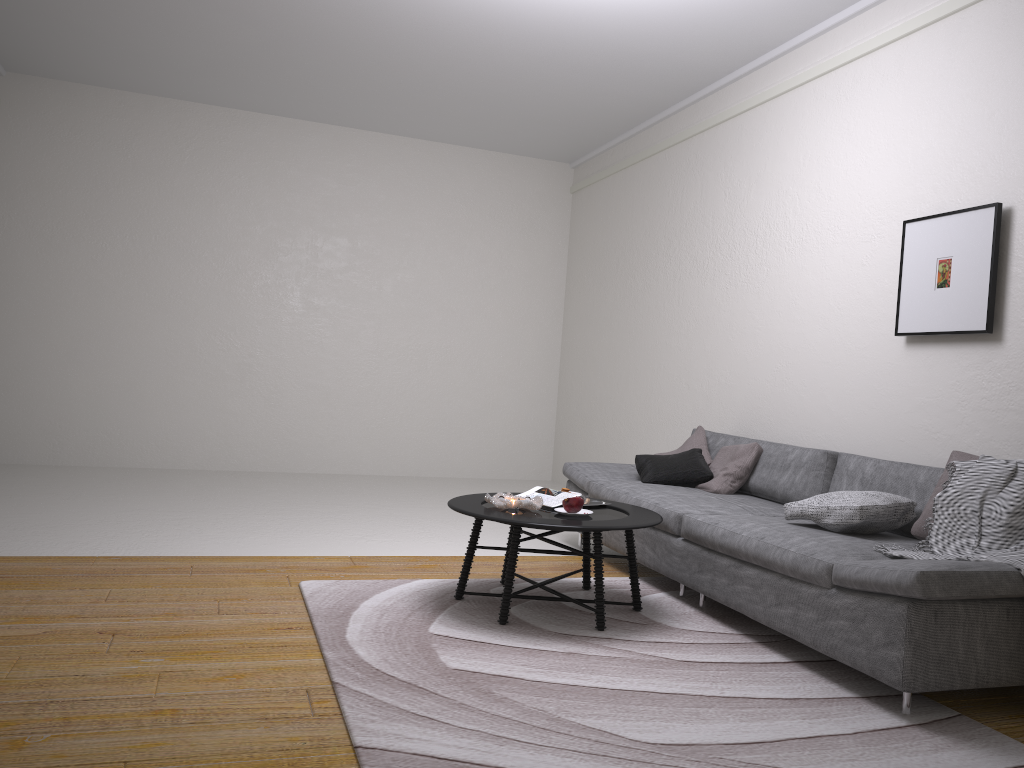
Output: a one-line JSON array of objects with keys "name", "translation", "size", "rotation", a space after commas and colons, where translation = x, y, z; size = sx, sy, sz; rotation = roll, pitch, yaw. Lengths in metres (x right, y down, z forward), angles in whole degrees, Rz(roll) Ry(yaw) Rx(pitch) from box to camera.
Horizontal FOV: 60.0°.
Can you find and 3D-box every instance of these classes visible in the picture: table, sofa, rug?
[{"name": "table", "translation": [0.174, 0.768, 3.897], "size": [0.957, 0.449, 0.931], "rotation": [4, 0, -22]}, {"name": "sofa", "translation": [1.284, 0.693, 4.322], "size": [1.116, 0.772, 3.019], "rotation": [4, 0, -18]}, {"name": "rug", "translation": [0.519, 1.012, 2.632], "size": [1.976, 0.008, 3.660], "rotation": [4, 0, -19]}]

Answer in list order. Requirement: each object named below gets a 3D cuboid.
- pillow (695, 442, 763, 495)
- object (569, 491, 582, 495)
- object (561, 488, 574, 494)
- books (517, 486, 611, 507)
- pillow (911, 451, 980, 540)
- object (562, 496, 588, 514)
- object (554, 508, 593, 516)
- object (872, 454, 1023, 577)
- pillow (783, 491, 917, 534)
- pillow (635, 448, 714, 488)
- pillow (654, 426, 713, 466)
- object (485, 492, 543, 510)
[{"name": "pillow", "translation": [1.202, 0.472, 5.066], "size": [0.342, 0.318, 0.417], "rotation": [4, 0, -19]}, {"name": "object", "translation": [0.254, 0.535, 4.286], "size": [0.171, 0.015, 0.164], "rotation": [4, 0, -37]}, {"name": "object", "translation": [0.255, 0.522, 4.288], "size": [0.117, 0.036, 0.122], "rotation": [4, 0, 32]}, {"name": "books", "translation": [0.227, 0.521, 4.127], "size": [0.380, 0.048, 0.299], "rotation": [4, 0, -40]}, {"name": "pillow", "translation": [1.789, 0.466, 3.431], "size": [0.245, 0.390, 0.421], "rotation": [4, 0, -18]}, {"name": "object", "translation": [0.267, 0.516, 3.789], "size": [0.109, 0.082, 0.089], "rotation": [4, 0, 16]}, {"name": "object", "translation": [0.265, 0.551, 3.801], "size": [0.165, 0.015, 0.170], "rotation": [4, 0, 26]}, {"name": "object", "translation": [1.761, 0.703, 3.156], "size": [0.867, 0.866, 0.632], "rotation": [4, 0, 37]}, {"name": "pillow", "translation": [1.444, 0.547, 3.798], "size": [0.413, 0.194, 0.397], "rotation": [4, 0, -32]}, {"name": "pillow", "translation": [0.940, 0.509, 5.169], "size": [0.421, 0.268, 0.402], "rotation": [4, 0, 1]}, {"name": "pillow", "translation": [1.054, 0.476, 5.470], "size": [0.352, 0.448, 0.479], "rotation": [4, 0, 2]}, {"name": "object", "translation": [0.009, 0.509, 3.843], "size": [0.255, 0.062, 0.252], "rotation": [4, 0, -11]}]
